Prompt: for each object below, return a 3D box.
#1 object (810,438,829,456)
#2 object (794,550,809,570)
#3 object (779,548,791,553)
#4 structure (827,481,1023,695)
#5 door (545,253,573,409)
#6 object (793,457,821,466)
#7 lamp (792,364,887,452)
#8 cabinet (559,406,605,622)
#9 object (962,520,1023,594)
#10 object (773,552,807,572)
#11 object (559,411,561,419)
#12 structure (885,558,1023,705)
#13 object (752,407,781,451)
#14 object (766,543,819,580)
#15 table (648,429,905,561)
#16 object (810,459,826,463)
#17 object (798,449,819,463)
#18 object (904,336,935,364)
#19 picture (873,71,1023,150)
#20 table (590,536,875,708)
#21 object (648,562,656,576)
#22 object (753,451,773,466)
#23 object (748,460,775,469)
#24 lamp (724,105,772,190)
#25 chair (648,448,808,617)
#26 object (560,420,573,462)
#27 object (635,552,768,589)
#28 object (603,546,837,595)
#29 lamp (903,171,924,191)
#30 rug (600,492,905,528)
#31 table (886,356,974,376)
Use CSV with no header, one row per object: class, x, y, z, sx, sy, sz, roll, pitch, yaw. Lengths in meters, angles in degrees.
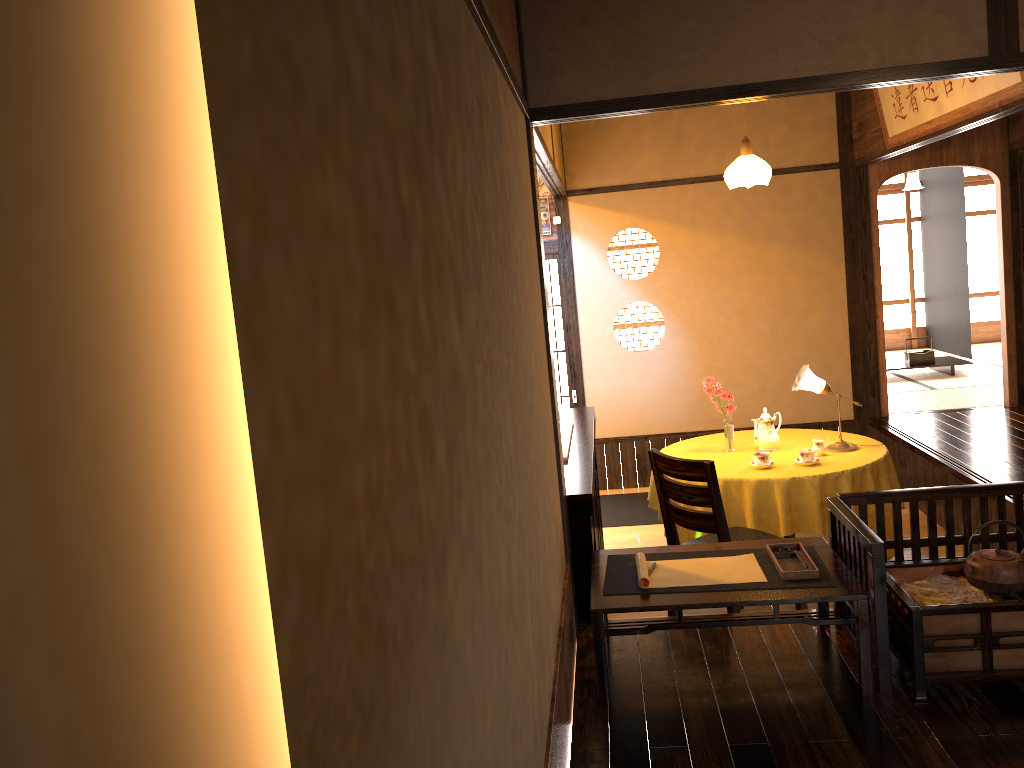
object,1.739,0.352,5.017,0.083,0.097,0.078,-8,7,-24
object,1.016,0.617,3.117,0.012,0.012,0.181,-5,7,6
object,0.984,0.606,3.195,0.040,0.021,0.040,-10,8,-31
structure,1.773,0.657,3.039,1.197,0.498,0.599,-5,7,6
door,-0.828,0.015,7.528,2.647,1.995,0.066,-5,6,6
object,1.611,0.425,4.836,0.144,0.024,0.144,-10,9,-34
lamp,1.916,0.465,5.125,0.511,1.199,0.198,-5,6,6
cabinet,0.232,0.793,4.732,0.489,0.968,2.193,-5,7,6
object,1.589,0.553,2.899,0.198,0.215,0.198,1,9,45
object,0.963,0.625,3.070,0.082,0.019,0.201,-5,7,7
object,0.178,0.086,4.824,0.189,0.377,0.322,-4,7,15
structure,1.585,0.790,2.925,0.666,0.299,0.454,-5,7,6
object,1.518,0.262,5.274,0.163,0.252,0.154,-3,6,19
object,0.981,0.619,3.108,0.121,0.028,0.296,-5,7,7
table,1.543,0.737,5.275,1.444,0.693,1.448,-5,7,6
object,1.632,0.420,4.788,0.126,0.019,0.029,-4,7,9
object,1.609,0.393,4.829,0.090,0.075,0.099,-7,7,-9
object,4.184,-0.351,9.112,0.260,0.258,0.150,-5,6,6
picture,2.404,-1.739,5.041,0.117,0.563,2.051,-5,7,6
table,0.736,0.824,3.153,0.880,0.335,0.602,-5,7,6
object,0.500,0.664,3.180,0.012,0.010,0.141,-3,8,21
object,1.372,0.412,4.857,0.099,0.075,0.091,-1,8,31
object,1.371,0.445,4.862,0.144,0.024,0.144,-10,9,-34
lamp,1.326,-1.532,5.069,0.249,0.808,0.278,-2,7,28
chair,1.045,0.773,4.342,0.578,0.957,0.491,-9,7,-29
object,0.179,0.300,4.715,0.267,0.020,1.001,-5,7,6
object,0.656,0.643,3.127,0.429,0.038,0.276,-5,7,6
object,0.711,0.657,3.137,0.760,0.003,0.406,-4,7,9
lamp,4.017,-2.355,8.919,0.196,0.796,0.226,-4,6,14
rug,1.312,0.920,6.743,2.954,0.005,0.904,-5,7,6
table,4.015,-0.150,9.150,1.200,0.118,0.602,-5,7,6
